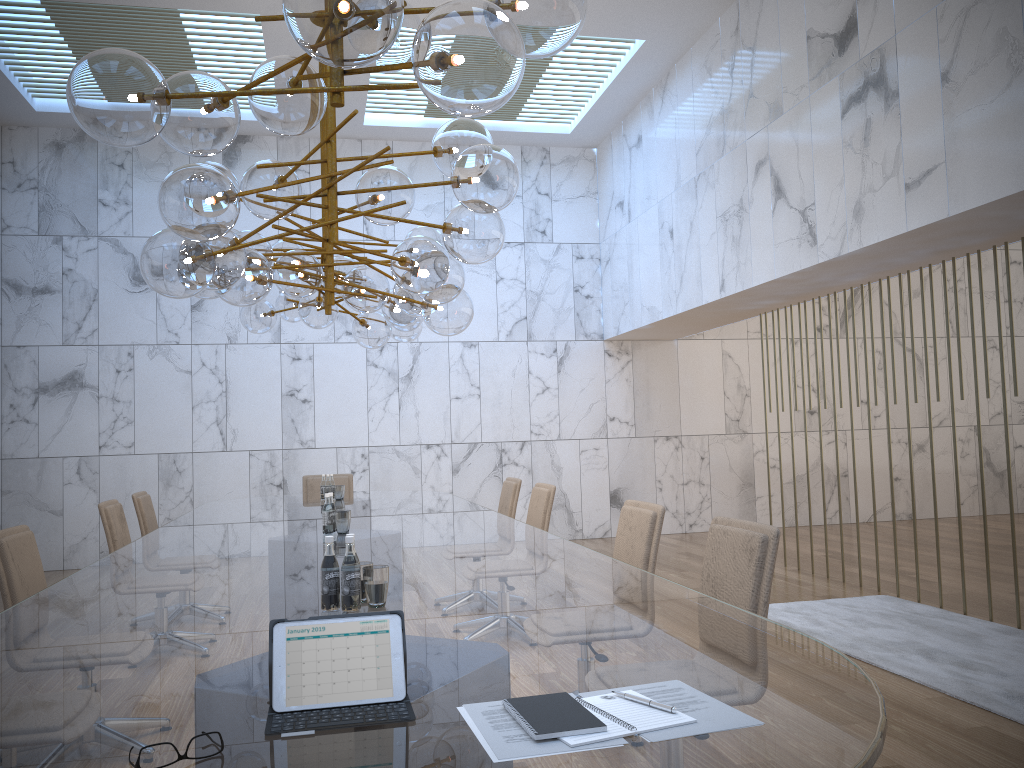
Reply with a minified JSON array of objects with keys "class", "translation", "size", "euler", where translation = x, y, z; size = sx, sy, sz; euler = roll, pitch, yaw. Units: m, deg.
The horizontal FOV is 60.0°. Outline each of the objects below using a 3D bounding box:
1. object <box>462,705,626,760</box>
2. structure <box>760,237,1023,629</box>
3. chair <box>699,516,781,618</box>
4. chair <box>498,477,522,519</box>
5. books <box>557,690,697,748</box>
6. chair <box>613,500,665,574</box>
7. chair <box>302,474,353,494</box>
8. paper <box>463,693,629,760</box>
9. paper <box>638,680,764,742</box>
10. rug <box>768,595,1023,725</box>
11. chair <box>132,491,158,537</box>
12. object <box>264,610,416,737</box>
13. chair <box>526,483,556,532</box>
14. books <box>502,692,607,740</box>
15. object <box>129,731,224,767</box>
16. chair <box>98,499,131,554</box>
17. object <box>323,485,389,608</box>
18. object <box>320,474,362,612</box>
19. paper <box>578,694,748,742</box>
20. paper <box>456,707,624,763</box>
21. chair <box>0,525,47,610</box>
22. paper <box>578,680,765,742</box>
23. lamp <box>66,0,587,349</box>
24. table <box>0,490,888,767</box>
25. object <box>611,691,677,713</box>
[{"class":"object","translation":[0.047,0.577,1.510],"size":[0.210,0.001,0.290],"euler":[-1,-3,-15]},{"class":"structure","translation":[3.267,0.297,5.204],"size":[0.023,2.456,7.223],"euler":[-1,-3,-12]},{"class":"chair","translation":[0.573,0.992,3.073],"size":[0.697,1.000,0.726],"euler":[-1,-3,-12]},{"class":"chair","translation":[-0.240,1.237,6.821],"size":[0.697,1.000,0.726],"euler":[-1,-3,-12]},{"class":"books","translation":[0.158,0.569,1.526],"size":[0.239,0.012,0.205],"euler":[0,-4,-25]},{"class":"chair","translation":[0.362,1.056,4.048],"size":[0.697,1.000,0.726],"euler":[-1,-3,-12]},{"class":"chair","translation":[-1.794,1.397,8.684],"size":[0.726,1.000,0.697],"euler":[-1,-3,-12]},{"class":"paper","translation":[0.047,0.576,1.510],"size":[0.210,0.001,0.290],"euler":[-1,-3,-14]},{"class":"paper","translation":[0.272,0.574,1.569],"size":[0.210,0.001,0.290],"euler":[-1,-4,-18]},{"class":"rug","translation":[2.583,1.537,5.213],"size":[1.320,0.034,3.025],"euler":[-1,-3,-13]},{"class":"chair","translation":[-2.487,1.300,6.632],"size":[0.697,1.000,0.726],"euler":[-1,-3,-13]},{"class":"object","translation":[-0.311,0.515,1.599],"size":[0.255,0.159,0.205],"euler":[-1,-3,-12]},{"class":"chair","translation":[-0.030,1.174,5.852],"size":[0.697,1.000,0.726],"euler":[-1,-3,-12]},{"class":"books","translation":[0.067,0.567,1.521],"size":[0.126,0.012,0.205],"euler":[-1,-3,-15]},{"class":"object","translation":[-0.535,0.572,1.411],"size":[0.134,0.037,0.096],"euler":[0,-4,-34]},{"class":"chair","translation":[-2.276,1.236,5.656],"size":[0.697,1.000,0.726],"euler":[-1,-3,-13]},{"class":"object","translation":[-0.979,0.759,5.060],"size":[0.183,0.117,5.112],"euler":[-1,-3,-12]},{"class":"object","translation":[-1.031,0.713,5.066],"size":[0.124,0.213,5.189],"euler":[-1,-3,-12]},{"class":"paper","translation":[0.272,0.573,1.569],"size":[0.210,0.001,0.290],"euler":[-1,-4,-20]},{"class":"paper","translation":[0.037,0.577,1.500],"size":[0.210,0.001,0.290],"euler":[-1,-3,-15]},{"class":"chair","translation":[-1.885,1.119,3.856],"size":[0.697,1.000,0.726],"euler":[-1,-3,-13]},{"class":"paper","translation":[0.272,0.572,1.569],"size":[0.210,0.001,0.290],"euler":[-1,-4,-19]},{"class":"lamp","translation":[-1.001,-1.599,4.771],"size":[1.557,2.716,5.672],"euler":[-1,-3,-12]},{"class":"table","translation":[-0.932,1.215,4.725],"size":[2.092,0.835,7.924],"euler":[-1,-3,-12]},{"class":"object","translation":[0.232,0.564,1.581],"size":[0.011,0.011,0.158],"euler":[1,-4,-37]}]
